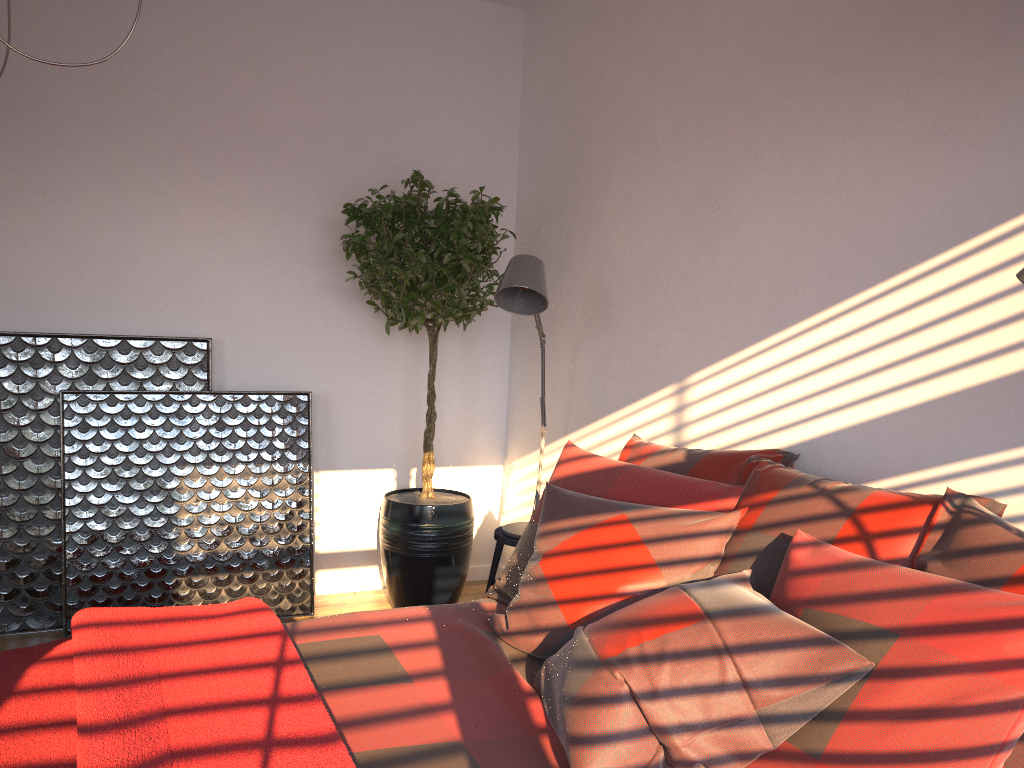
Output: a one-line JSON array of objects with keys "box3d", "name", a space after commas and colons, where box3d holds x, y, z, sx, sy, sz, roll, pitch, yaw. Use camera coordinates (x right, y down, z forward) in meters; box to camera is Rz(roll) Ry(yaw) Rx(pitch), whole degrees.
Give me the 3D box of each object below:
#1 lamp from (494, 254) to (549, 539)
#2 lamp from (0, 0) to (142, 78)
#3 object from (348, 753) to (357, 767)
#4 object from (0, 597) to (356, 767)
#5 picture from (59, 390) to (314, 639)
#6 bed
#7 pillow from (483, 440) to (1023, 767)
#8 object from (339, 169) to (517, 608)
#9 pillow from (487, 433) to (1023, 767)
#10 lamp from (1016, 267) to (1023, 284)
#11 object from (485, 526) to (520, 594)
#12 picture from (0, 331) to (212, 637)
[{"box3d": [0.056, 0.087, 3.472, 0.279, 1.134, 0.784, 4, 6, 15], "name": "lamp"}, {"box3d": [-1.239, -1.184, 1.552, 1.247, 1.086, 1.094, 0, 6, -25], "name": "lamp"}, {"box3d": [-0.823, 0.946, 1.618, 1.122, 0.571, 2.492, 0, 5, -25], "name": "object"}, {"box3d": [-0.708, 0.915, 1.709, 0.683, 0.664, 2.630, 0, 5, -25], "name": "object"}, {"box3d": [-1.388, 0.543, 3.857, 1.025, 1.033, 0.208, 0, 8, -25], "name": "picture"}, {"box3d": [-0.094, 0.856, 1.959, 2.313, 0.774, 2.025, 0, 5, -26], "name": "bed"}, {"box3d": [0.473, 0.542, 2.261, 0.527, 0.554, 1.804, 0, 5, -25], "name": "pillow"}, {"box3d": [-0.423, 0.059, 4.090, 0.801, 2.032, 0.807, 0, 7, -22], "name": "object"}, {"box3d": [0.475, 0.577, 2.178, 1.144, 0.738, 2.130, 0, 5, -27], "name": "pillow"}, {"box3d": [1.103, 0.293, 1.262, 0.279, 1.134, 0.784, -2, 8, -34], "name": "lamp"}, {"box3d": [0.081, 0.874, 3.813, 0.342, 0.483, 0.336, 0, 7, -25], "name": "object"}, {"box3d": [-1.917, 0.414, 3.714, 1.248, 1.260, 0.171, 0, 8, -25], "name": "picture"}]
